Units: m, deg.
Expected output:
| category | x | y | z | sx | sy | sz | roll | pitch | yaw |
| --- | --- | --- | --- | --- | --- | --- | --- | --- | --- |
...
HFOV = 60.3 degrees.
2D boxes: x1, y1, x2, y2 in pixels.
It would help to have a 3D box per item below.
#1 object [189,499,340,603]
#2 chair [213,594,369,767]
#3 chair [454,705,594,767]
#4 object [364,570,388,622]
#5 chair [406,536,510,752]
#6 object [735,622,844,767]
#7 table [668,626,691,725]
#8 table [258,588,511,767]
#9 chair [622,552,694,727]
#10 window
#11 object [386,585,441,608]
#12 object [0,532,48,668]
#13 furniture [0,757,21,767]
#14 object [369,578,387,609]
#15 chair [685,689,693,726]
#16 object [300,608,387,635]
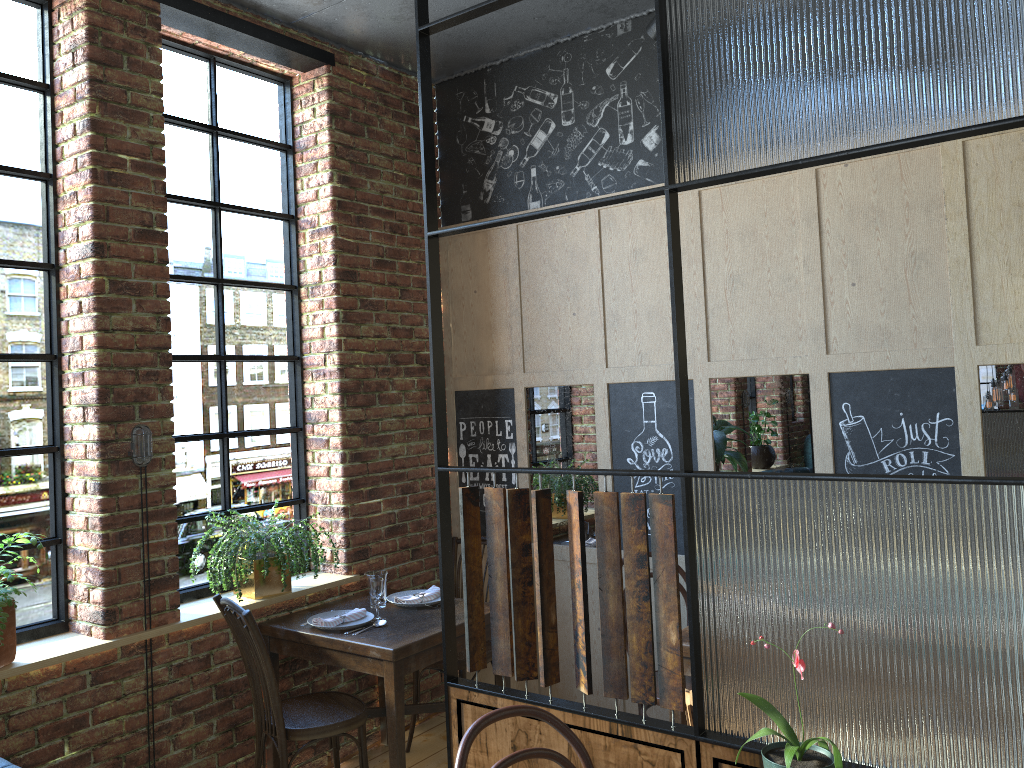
| category | x | y | z | sx | sy | sz | roll | pitch | yaw |
| --- | --- | --- | --- | --- | --- | --- | --- | --- | --- |
| object | -1.044 | 0.707 | 3.723 | 0.521 | 0.370 | 0.579 | -3 | -1 | 36 |
| chair | -0.812 | 1.237 | 3.339 | 0.499 | 0.916 | 0.422 | -2 | -2 | -34 |
| chair | 0.171 | 1.179 | 1.751 | 0.419 | 0.921 | 0.573 | -1 | -2 | -37 |
| object | -0.550 | 0.865 | 3.589 | 0.100 | 0.192 | 0.097 | -3 | -2 | 7 |
| chair | -0.237 | 1.217 | 4.163 | 0.422 | 0.916 | 0.499 | -4 | -2 | 31 |
| object | 0.553 | 0.683 | 1.759 | 0.205 | 0.427 | 0.145 | -3 | -2 | 9 |
| table | 1.066 | 1.247 | 3.157 | 0.784 | 0.728 | 0.716 | -4 | -2 | 37 |
| table | -0.510 | 1.324 | 3.671 | 0.784 | 0.728 | 0.716 | -4 | -2 | 37 |
| chair | 0.689 | 1.169 | 3.502 | 0.425 | 0.921 | 0.566 | -2 | -2 | -22 |
| window | -2.718 | -0.249 | 0.221 | 3.452 | 2.431 | 8.491 | -3 | -1 | 1 |
| object | -0.430 | 0.932 | 3.879 | 0.340 | 0.051 | 0.257 | -3 | -1 | 40 |
| object | -1.753 | 0.678 | 2.833 | 0.442 | 0.483 | 0.436 | -2 | -2 | -32 |
| furniture | -1.955 | 1.321 | 1.136 | 1.428 | 0.823 | 2.493 | -3 | -1 | 36 |
| object | -0.581 | 0.904 | 3.816 | 0.080 | 0.120 | 0.088 | -2 | -2 | -36 |
| chair | 0.814 | 1.121 | 2.824 | 0.554 | 1.007 | 0.435 | -4 | -2 | 23 |
| object | -0.675 | 0.941 | 3.537 | 0.340 | 0.051 | 0.257 | -3 | -1 | 40 |
